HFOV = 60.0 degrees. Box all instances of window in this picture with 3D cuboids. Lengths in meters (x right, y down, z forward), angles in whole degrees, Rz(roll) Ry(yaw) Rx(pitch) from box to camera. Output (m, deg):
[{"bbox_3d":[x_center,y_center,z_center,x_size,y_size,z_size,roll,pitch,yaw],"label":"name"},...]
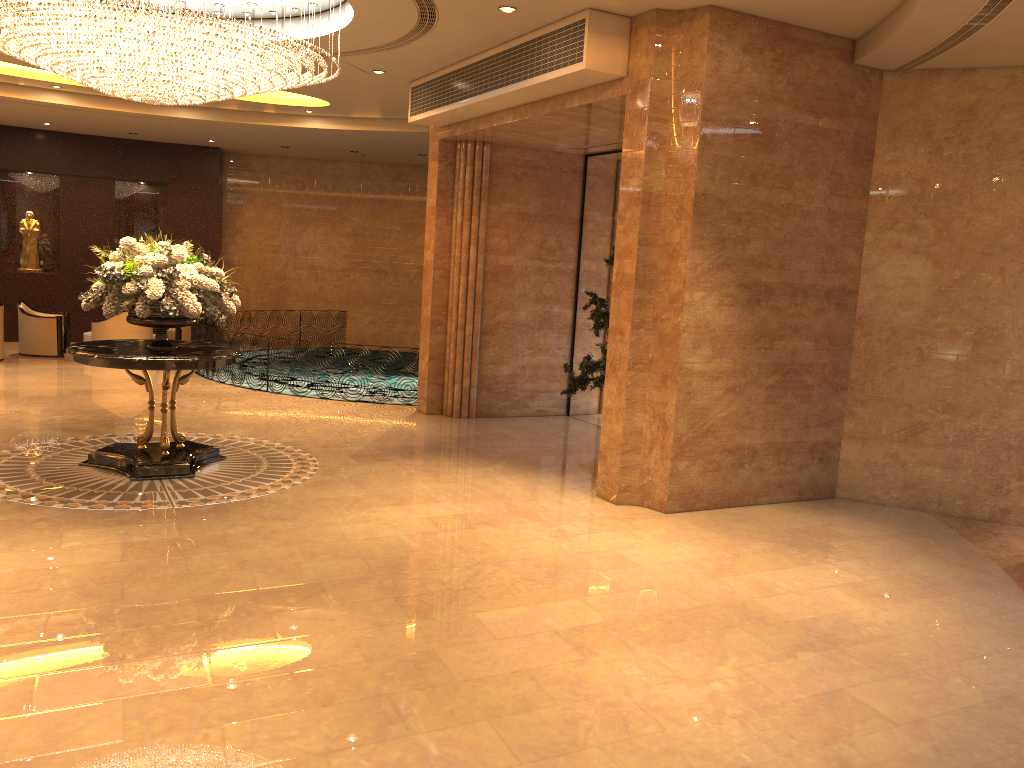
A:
[{"bbox_3d":[1.696,-1.041,10.578,0.047,3.571,3.515,-1,9,-28],"label":"window"}]

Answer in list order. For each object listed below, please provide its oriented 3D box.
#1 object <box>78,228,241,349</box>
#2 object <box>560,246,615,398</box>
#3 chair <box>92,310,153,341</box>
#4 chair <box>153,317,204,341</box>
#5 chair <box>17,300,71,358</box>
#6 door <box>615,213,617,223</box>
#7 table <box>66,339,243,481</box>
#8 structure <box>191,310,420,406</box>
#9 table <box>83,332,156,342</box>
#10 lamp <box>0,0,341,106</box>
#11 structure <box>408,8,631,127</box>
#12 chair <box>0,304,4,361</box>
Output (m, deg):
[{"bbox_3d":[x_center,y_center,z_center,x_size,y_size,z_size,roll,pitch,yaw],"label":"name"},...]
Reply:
[{"bbox_3d":[-3.171,-0.823,7.996,1.277,0.999,1.318,4,8,3],"label":"object"},{"bbox_3d":[1.177,-0.323,9.346,0.843,2.363,1.250,11,10,42],"label":"object"},{"bbox_3d":[-6.472,-0.805,14.798,0.951,0.916,0.769,-1,9,-33],"label":"chair"},{"bbox_3d":[-6.280,-1.073,16.865,0.951,0.916,0.769,9,10,37],"label":"chair"},{"bbox_3d":[-8.071,-0.968,15.270,0.769,0.916,0.951,1,8,-18],"label":"chair"},{"bbox_3d":[1.674,-0.668,10.628,0.195,2.758,1.880,-1,9,-28],"label":"door"},{"bbox_3d":[-3.267,0.204,8.153,1.493,1.089,1.493,-2,9,-34],"label":"table"},{"bbox_3d":[-3.672,-0.611,15.738,3.815,0.995,7.624,2,8,-9],"label":"structure"},{"bbox_3d":[-7.077,-0.725,16.021,1.196,0.354,1.196,3,8,0],"label":"table"},{"bbox_3d":[-3.114,-3.048,7.684,3.206,1.196,3.204,5,8,9],"label":"lamp"},{"bbox_3d":[-0.137,-3.174,9.261,0.425,0.483,4.113,-1,9,-28],"label":"structure"},{"bbox_3d":[-8.511,-0.835,14.087,0.769,0.916,0.951,2,8,-13],"label":"chair"}]
